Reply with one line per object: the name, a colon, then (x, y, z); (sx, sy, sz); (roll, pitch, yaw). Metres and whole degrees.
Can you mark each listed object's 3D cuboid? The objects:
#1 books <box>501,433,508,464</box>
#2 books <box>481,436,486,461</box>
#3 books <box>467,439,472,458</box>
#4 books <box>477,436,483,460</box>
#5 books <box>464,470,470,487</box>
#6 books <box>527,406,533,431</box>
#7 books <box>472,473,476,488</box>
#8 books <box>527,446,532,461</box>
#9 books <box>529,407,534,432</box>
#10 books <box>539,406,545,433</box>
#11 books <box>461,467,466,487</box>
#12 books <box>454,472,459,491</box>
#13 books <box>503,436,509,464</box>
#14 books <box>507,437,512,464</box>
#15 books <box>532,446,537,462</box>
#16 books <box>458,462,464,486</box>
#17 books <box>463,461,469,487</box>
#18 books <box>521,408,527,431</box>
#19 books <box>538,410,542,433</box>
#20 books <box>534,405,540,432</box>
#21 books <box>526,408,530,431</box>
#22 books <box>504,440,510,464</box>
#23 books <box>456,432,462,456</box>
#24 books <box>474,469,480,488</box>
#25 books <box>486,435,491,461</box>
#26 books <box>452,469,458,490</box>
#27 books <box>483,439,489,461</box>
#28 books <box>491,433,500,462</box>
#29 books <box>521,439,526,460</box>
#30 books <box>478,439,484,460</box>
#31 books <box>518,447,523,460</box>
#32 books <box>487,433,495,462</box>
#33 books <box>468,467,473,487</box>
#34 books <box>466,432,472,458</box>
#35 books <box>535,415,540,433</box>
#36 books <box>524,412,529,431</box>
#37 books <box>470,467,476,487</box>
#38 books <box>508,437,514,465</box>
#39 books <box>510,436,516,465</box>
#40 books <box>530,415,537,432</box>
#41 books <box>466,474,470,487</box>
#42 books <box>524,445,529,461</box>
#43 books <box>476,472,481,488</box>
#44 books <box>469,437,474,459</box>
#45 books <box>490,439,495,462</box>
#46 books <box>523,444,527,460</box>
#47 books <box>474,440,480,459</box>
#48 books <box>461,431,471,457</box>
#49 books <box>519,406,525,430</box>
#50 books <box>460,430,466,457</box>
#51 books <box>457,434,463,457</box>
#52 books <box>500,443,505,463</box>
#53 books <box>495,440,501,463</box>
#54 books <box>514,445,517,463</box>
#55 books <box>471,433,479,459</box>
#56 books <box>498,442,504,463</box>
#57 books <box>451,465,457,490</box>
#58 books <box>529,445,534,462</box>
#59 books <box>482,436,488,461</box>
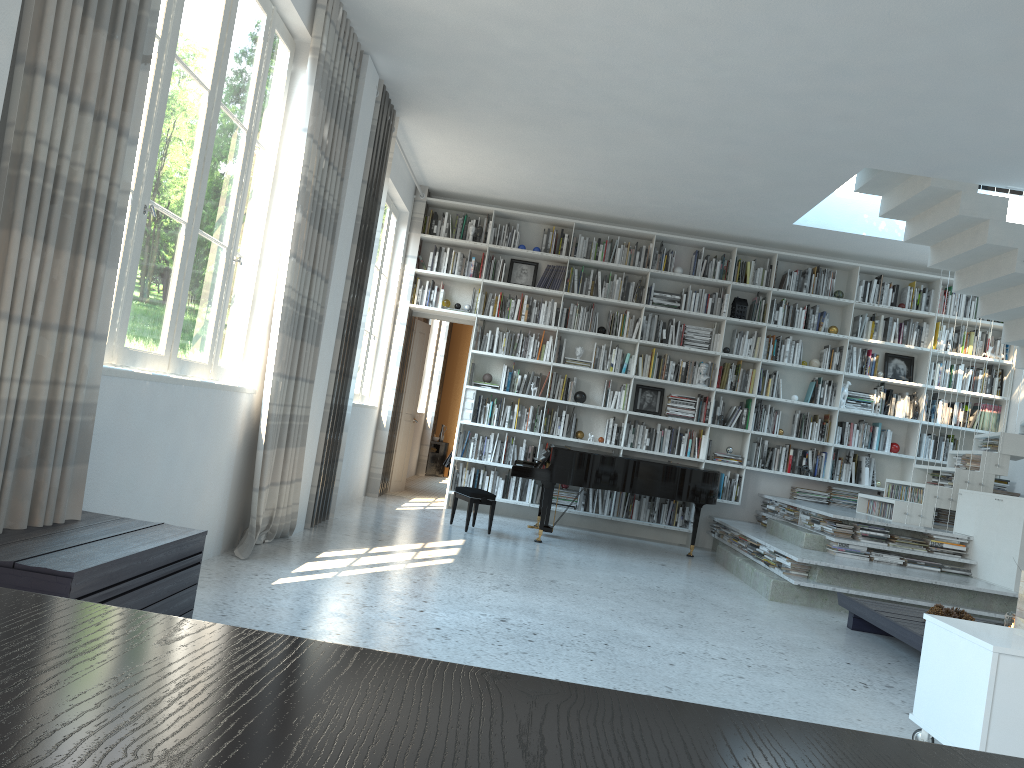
books: (-0.076, 0.666, 9.223); (0.014, 0.325, 0.170); (9, -2, 2)
books: (-0.292, 0.667, 9.229); (0.013, 0.257, 0.189); (9, -2, 2)
books: (-0.439, 0.674, 9.253); (0.024, 0.197, 0.148); (9, -2, 2)
books: (-0.336, 0.666, 9.261); (0.022, 0.248, 0.134); (9, -2, 2)
books: (-0.471, 1.008, 9.229); (0.022, 0.226, 0.154); (9, -2, 2)
books: (0.186, 0.361, 9.229); (0.021, 0.265, 0.185); (9, -2, 2)
books: (-0.394, 1.031, 9.236); (0.022, 0.205, 0.158); (9, -2, 2)
books: (0.174, 0.755, 9.204); (0.023, 0.228, 0.190); (9, -2, 2)
books: (0.202, 0.367, 9.248); (0.013, 0.260, 0.142); (9, -2, 2)
books: (0.310, 0.374, 9.254); (0.024, 0.280, 0.136); (9, -2, 2)
books: (-0.503, 0.993, 9.238); (0.024, 0.246, 0.143); (9, -2, 2)
books: (-0.571, 1.010, 9.217); (0.029, 0.190, 0.176); (9, -2, 2)
books: (-0.066, 0.684, 9.230); (0.012, 0.295, 0.176); (9, -2, 2)
books: (-0.025, 0.697, 9.250); (0.013, 0.284, 0.139); (9, -2, 2)
books: (0.227, 0.763, 9.230); (0.030, 0.230, 0.151); (9, -2, 2)
books: (-0.533, 0.964, 9.233); (0.044, 0.293, 0.181); (9, -2, 2)
books: (-0.480, 0.960, 9.236); (0.011, 0.318, 0.157); (9, -2, 2)
books: (0.127, 0.371, 9.249); (0.025, 0.229, 0.153); (9, -2, 2)
books: (0.289, 0.390, 9.232); (0.010, 0.240, 0.174); (9, -2, 2)
books: (0.257, 0.362, 9.227); (0.014, 0.286, 0.179); (9, -2, 2)
books: (0.169, 0.369, 9.247); (0.010, 0.246, 0.160); (9, -2, 2)
books: (-0.048, 0.708, 9.247); (0.029, 0.254, 0.153); (9, -2, 2)
books: (-0.553, 0.628, 9.258); (0.012, 0.254, 0.161); (9, -2, 2)
books: (-0.369, 1.012, 9.240); (0.022, 0.252, 0.139); (9, -2, 2)
books: (-0.240, 0.668, 9.255); (0.013, 0.273, 0.146); (9, -2, 2)
books: (-0.594, 0.995, 9.245); (0.023, 0.216, 0.158); (9, -2, 2)
books: (-0.264, 0.686, 9.236); (0.028, 0.229, 0.157); (9, -2, 2)
books: (-0.174, 0.660, 9.229); (0.039, 0.307, 0.172); (9, -2, 2)
books: (0.116, 0.717, 9.241); (0.025, 0.287, 0.130); (9, -2, 2)
books: (-0.315, 0.680, 9.226); (0.028, 0.223, 0.189); (9, -2, 2)
books: (0.082, 0.755, 9.249); (0.030, 0.203, 0.142); (9, -2, 2)
books: (-0.218, 0.658, 9.248); (0.027, 0.299, 0.142); (9, -2, 2)
books: (-0.430, 0.996, 9.217); (0.013, 0.261, 0.174); (9, -2, 2)
books: (-0.450, 0.634, 9.254); (0.010, 0.273, 0.150); (9, -2, 2)
books: (0.269, 0.415, 9.257); (0.023, 0.187, 0.130); (9, -2, 2)
books: (0.148, 0.392, 9.251); (0.023, 0.194, 0.140); (9, -2, 2)
books: (-0.412, 0.997, 9.222); (0.023, 0.266, 0.177); (9, -2, 2)
books: (-0.008, 0.696, 9.237); (0.022, 0.290, 0.137); (9, -2, 2)
books: (0.010, 0.693, 9.232); (0.013, 0.301, 0.172); (9, -2, 2)
books: (0.222, 0.410, 9.245); (0.041, 0.181, 0.141); (9, -2, 2)
books: (-0.453, 1.032, 9.235); (0.022, 0.186, 0.145); (9, -2, 2)
books: (0.149, 0.753, 9.247); (0.030, 0.227, 0.140); (9, -2, 2)
books: (-0.350, 1.030, 9.229); (0.022, 0.221, 0.163); (9, -2, 2)
books: (-0.415, 0.666, 9.231); (0.022, 0.220, 0.187); (9, -2, 2)
books: (-0.204, 0.694, 9.249); (0.012, 0.232, 0.148); (9, -2, 2)
books: (0.129, 0.742, 9.213); (0.011, 0.239, 0.174); (9, -2, 2)
books: (-0.363, 0.686, 9.257); (0.025, 0.200, 0.137); (9, -2, 2)
books: (-0.481, 0.623, 9.235); (0.052, 0.283, 0.172); (9, -2, 2)
books: (0.102, 0.356, 9.236); (0.028, 0.249, 0.159); (9, -2, 2)
books: (-0.512, 0.621, 9.227); (0.011, 0.277, 0.189); (9, -2, 2)
books: (-0.534, 0.638, 9.243); (0.029, 0.239, 0.154); (9, -2, 2)
books: (-0.098, 0.723, 9.242); (0.013, 0.209, 0.154); (9, -2, 2)
books: (-0.145, 0.700, 9.248); (0.031, 0.238, 0.132); (9, -2, 2)
books: (0.039, 0.741, 9.232); (0.059, 0.216, 0.177); (9, -2, 2)
books: (-0.385, 0.648, 9.237); (0.029, 0.266, 0.171); (9, -2, 2)
books: (-0.117, 0.712, 9.243); (0.028, 0.224, 0.134); (9, -2, 2)
books: (-0.608, 0.973, 9.246); (0.012, 0.254, 0.161); (9, -2, 2)
books: (0.200, 0.757, 9.240); (0.026, 0.235, 0.140); (9, -2, 2)
books: (-0.281, 0.671, 9.223); (0.010, 0.252, 0.178); (9, -2, 2)
